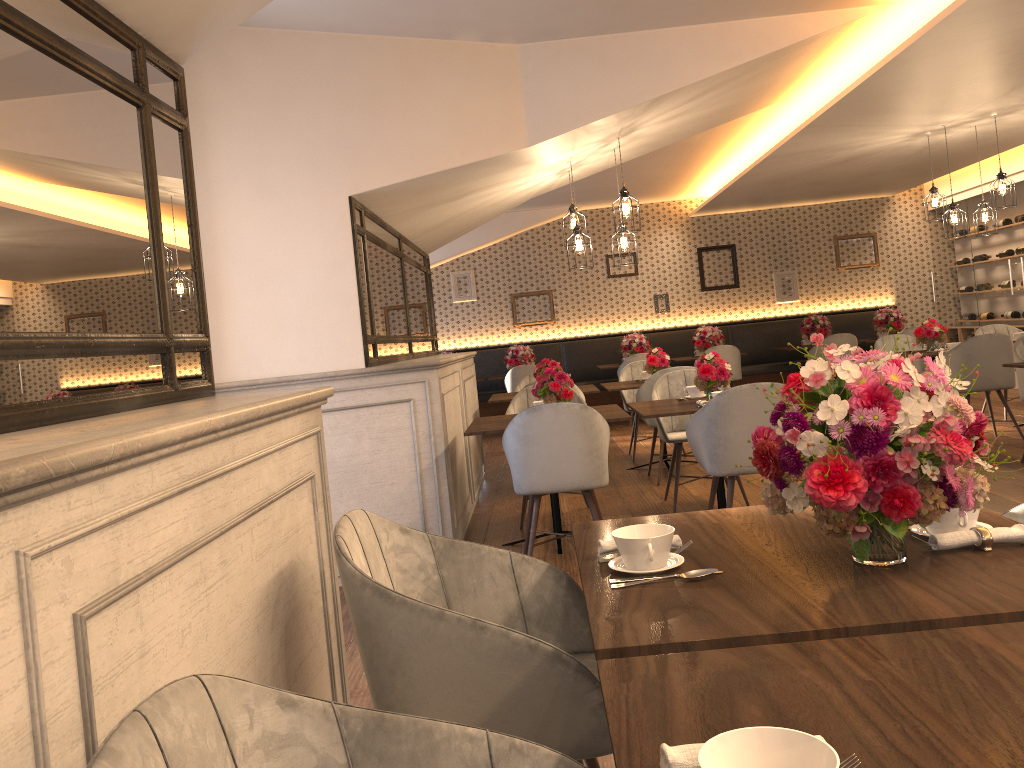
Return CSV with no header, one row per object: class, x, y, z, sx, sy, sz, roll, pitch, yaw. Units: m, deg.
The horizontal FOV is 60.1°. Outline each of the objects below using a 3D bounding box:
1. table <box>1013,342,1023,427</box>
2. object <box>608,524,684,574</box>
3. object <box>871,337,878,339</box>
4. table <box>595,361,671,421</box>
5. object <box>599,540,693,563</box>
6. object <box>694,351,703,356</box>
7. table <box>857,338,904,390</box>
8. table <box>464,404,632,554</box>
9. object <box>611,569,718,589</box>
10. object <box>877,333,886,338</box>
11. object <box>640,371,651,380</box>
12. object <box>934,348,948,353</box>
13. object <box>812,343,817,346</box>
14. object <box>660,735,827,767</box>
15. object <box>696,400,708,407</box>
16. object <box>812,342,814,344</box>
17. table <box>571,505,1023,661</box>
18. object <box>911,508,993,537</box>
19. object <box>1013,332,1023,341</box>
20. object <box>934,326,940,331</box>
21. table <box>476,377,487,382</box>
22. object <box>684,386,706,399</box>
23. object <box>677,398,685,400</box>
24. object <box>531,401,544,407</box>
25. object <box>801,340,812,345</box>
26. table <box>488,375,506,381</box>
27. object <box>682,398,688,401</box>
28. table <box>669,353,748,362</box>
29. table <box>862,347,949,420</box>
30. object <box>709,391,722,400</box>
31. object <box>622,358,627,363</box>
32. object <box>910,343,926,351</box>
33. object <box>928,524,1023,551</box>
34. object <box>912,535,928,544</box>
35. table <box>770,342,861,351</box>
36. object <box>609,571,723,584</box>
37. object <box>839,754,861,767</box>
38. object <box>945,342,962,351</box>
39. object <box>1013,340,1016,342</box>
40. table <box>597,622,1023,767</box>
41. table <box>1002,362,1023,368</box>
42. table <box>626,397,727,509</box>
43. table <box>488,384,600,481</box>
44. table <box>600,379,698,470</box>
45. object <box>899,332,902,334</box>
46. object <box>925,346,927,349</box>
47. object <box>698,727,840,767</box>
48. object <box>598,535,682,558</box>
table,4.627,-0.014,7.653,0.896,0.721,0.897,-6,2,2
object,0.260,0.324,1.732,0.148,0.072,0.149,-4,3,44
object,4.833,-0.613,11.778,0.043,0.015,0.197,-5,3,6
table,1.603,0.091,11.584,0.896,0.721,0.897,-6,2,2
object,0.274,0.342,1.811,0.192,0.024,0.025,-6,1,2
object,2.518,-0.414,11.860,0.149,0.072,0.148,-8,3,-41
table,4.920,-0.238,11.495,0.896,0.721,0.897,-6,2,2
table,0.236,0.553,5.145,0.896,0.721,0.897,-6,2,2
object,0.279,0.356,1.619,0.197,0.015,0.043,-6,3,-2
object,4.936,-0.654,11.795,0.148,0.072,0.149,-4,3,44
object,1.196,-0.074,7.758,0.148,0.072,0.148,-7,3,-31
object,3.580,-0.278,7.388,0.056,0.039,0.176,-6,3,2
object,3.847,-0.498,11.215,0.056,0.039,0.176,-6,3,2
object,0.239,0.384,0.914,0.175,0.039,0.056,-6,2,2
object,1.040,0.106,4.831,0.056,0.039,0.176,-6,3,2
object,4.054,-0.549,11.819,0.056,0.039,0.176,-6,3,2
table,0.617,0.686,1.750,0.896,0.721,0.897,-6,2,2
object,0.866,0.262,1.752,0.148,0.072,0.149,-4,3,44
object,4.586,-0.426,7.970,0.148,0.072,0.148,-7,2,-21
object,3.650,-0.470,7.645,0.046,0.052,0.077,-6,2,-36
table,-0.760,0.325,11.648,0.896,0.721,0.897,-6,2,2
object,1.133,0.049,5.438,0.148,0.072,0.148,-7,3,-31
object,1.023,0.090,5.421,0.043,0.015,0.197,-6,3,-2
object,0.193,0.142,5.463,0.148,0.072,0.148,-7,3,-31
object,3.939,-0.555,11.822,0.149,0.072,0.148,-8,3,-41
table,0.194,0.231,11.622,0.896,0.721,0.897,-6,2,2
object,1.058,0.093,5.413,0.022,0.004,0.211,-6,3,2
table,2.557,-0.003,11.558,0.896,0.721,0.897,-6,2,2
table,3.673,0.080,7.679,0.896,0.721,0.897,-6,2,2
object,1.152,0.078,4.828,0.148,0.072,0.148,-7,3,-31
object,1.553,-0.318,11.886,0.149,0.072,0.148,-8,3,-41
object,3.673,-0.335,7.994,0.148,0.072,0.148,-7,2,-21
object,0.865,0.285,1.638,0.175,0.039,0.056,-6,2,2
object,0.857,0.291,1.673,0.192,0.024,0.025,-6,1,2
table,3.966,-0.143,11.521,0.896,0.721,0.897,-6,2,2
object,0.287,0.360,1.654,0.210,0.004,0.022,-6,3,1
object,0.248,0.392,0.879,0.192,0.024,0.025,-6,1,2
object,3.692,-0.306,7.385,0.148,0.072,0.148,-7,2,-21
object,4.484,-0.385,7.953,0.043,0.015,0.197,-5,3,6
table,0.591,0.736,0.812,0.896,0.721,0.897,-6,2,2
table,3.605,0.212,5.201,0.896,0.721,0.897,-6,2,2
table,1.190,0.459,5.119,0.896,0.721,0.897,-6,2,2
table,0.300,0.430,7.468,0.896,0.721,0.897,-6,2,2
table,1.254,0.335,7.443,0.896,0.721,0.897,-6,2,2
object,4.955,-0.625,11.186,0.149,0.072,0.148,-8,3,-41
object,3.788,-0.329,7.991,0.056,0.039,0.176,-6,3,2
object,0.234,0.373,0.800,0.148,0.072,0.149,-4,3,44
object,0.264,0.334,1.846,0.175,0.039,0.056,-6,2,2
